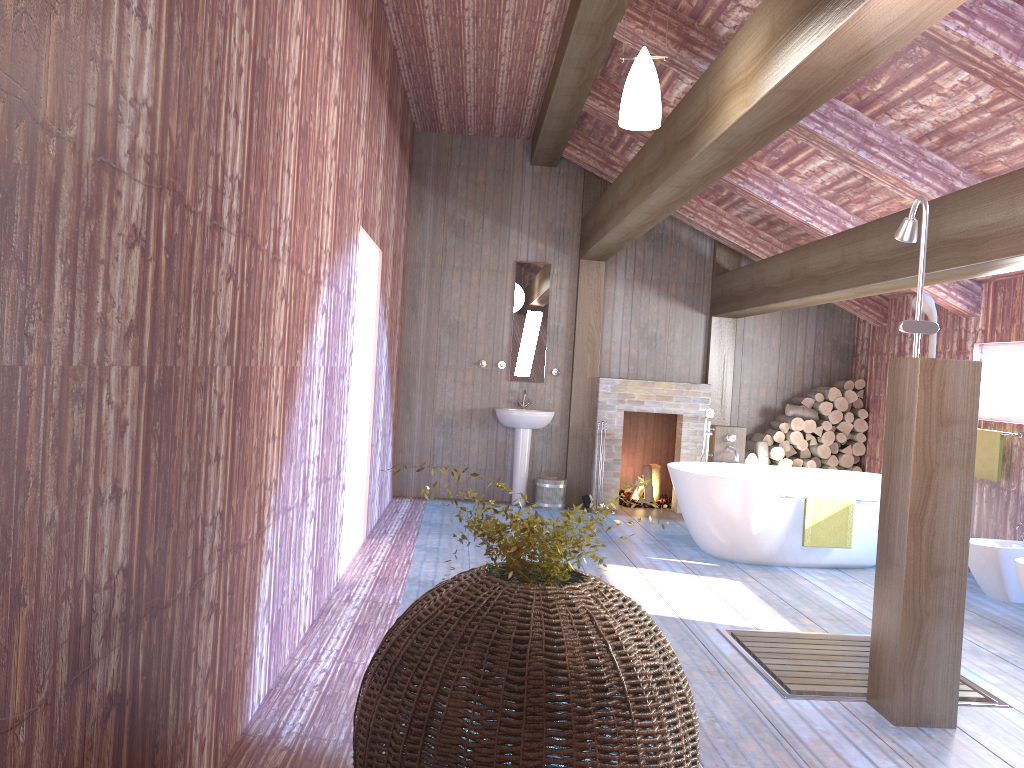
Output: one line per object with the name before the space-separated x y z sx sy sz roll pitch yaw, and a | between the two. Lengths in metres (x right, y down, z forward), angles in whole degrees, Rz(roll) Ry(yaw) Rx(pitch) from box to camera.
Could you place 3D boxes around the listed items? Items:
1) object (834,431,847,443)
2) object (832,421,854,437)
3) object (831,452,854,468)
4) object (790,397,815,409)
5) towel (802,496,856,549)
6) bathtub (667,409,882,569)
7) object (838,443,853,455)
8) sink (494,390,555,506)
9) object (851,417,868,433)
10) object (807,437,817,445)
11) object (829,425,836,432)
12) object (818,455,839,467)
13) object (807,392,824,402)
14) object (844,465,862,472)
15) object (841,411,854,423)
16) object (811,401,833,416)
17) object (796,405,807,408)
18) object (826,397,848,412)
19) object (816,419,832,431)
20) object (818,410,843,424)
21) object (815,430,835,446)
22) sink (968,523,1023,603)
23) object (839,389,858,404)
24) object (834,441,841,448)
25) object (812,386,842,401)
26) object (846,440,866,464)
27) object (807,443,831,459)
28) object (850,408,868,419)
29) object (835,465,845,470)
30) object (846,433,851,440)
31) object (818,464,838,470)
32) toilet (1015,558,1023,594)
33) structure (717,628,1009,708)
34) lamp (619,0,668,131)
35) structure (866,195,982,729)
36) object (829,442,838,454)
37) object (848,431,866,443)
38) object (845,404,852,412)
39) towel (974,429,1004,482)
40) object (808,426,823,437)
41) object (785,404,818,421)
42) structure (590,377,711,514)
object | 3.186 0.513 8.816 0.102 0.109 0.438 3 1 -3
object | 3.225 0.433 8.847 0.172 0.151 0.482 3 1 -2
object | 3.241 0.744 8.833 0.137 0.133 0.437 3 1 -5
object | 2.911 0.192 8.893 0.140 0.121 0.319 3 1 -2
towel | 2.253 0.984 6.306 0.370 0.361 0.032 3 1 -7
bathtub | 2.182 0.806 6.871 1.935 1.109 1.460 4 1 19
object | 3.249 0.627 8.824 0.115 0.112 0.423 3 1 -3
sink | 0.104 0.629 8.685 0.582 1.143 0.475 3 1 -4
object | 3.380 0.396 8.830 0.147 0.152 0.439 3 1 -3
object | 2.948 0.552 8.809 0.085 0.096 0.280 3 1 -2
object | 3.115 0.449 8.791 0.095 0.090 0.278 3 1 -2
object | 3.117 0.746 8.794 0.114 0.113 0.301 3 1 -5
object | 3.007 0.129 8.790 0.094 0.097 0.227 3 1 -2
object | 3.337 0.865 8.854 0.139 0.137 0.455 3 1 -5
object | 3.265 0.319 8.817 0.089 0.106 0.437 3 1 -2
object | 3.032 0.228 8.822 0.139 0.148 0.458 3 1 -3
object | 2.853 0.274 8.890 0.113 0.130 0.291 3 1 -2
object | 3.173 0.190 8.812 0.141 0.143 0.437 3 1 -5
object | 3.042 0.397 8.804 0.102 0.109 0.438 3 1 -3
object | 3.125 0.324 8.811 0.143 0.151 0.440 3 1 -3
object | 3.056 0.526 8.811 0.136 0.157 0.439 3 1 -2
sink | 3.272 1.180 5.926 0.515 0.517 0.335 3 1 -2
object | 3.284 0.120 8.836 0.133 0.142 0.456 3 1 -2
object | 3.195 0.597 8.807 0.065 0.069 0.177 3 1 -4
object | 3.126 0.095 8.825 0.135 0.139 0.456 3 1 -2
object | 3.360 0.680 8.841 0.137 0.256 0.439 3 1 -3
object | 3.006 0.648 8.810 0.141 0.143 0.437 3 1 -5
object | 3.400 0.283 8.825 0.102 0.109 0.438 3 1 -3
object | 3.218 0.857 8.927 0.118 0.106 0.319 3 1 -5
object | 3.317 0.511 8.870 0.088 0.092 0.280 3 1 -2
object | 3.113 0.854 8.791 0.116 0.117 0.289 3 1 -5
toilet | 3.191 1.248 5.137 0.534 0.400 0.375 3 1 -2
structure | 1.628 1.385 4.312 1.000 0.067 1.000 3 1 -3
lamp | 0.563 -1.578 3.690 0.174 1.001 0.174 3 1 -22
structure | 1.747 0.285 3.752 0.328 2.209 0.522 4 1 17
object | 3.124 0.619 8.803 0.111 0.118 0.302 3 1 -4
object | 3.381 0.514 8.829 0.102 0.109 0.438 3 1 -3
object | 3.287 0.235 8.919 0.132 0.119 0.319 3 1 -2
towel | 3.464 0.515 6.482 0.032 0.361 0.370 3 1 -3
object | 2.949 0.462 8.800 0.109 0.124 0.424 3 1 -4
object | 2.837 0.281 8.691 0.302 0.157 0.121 3 1 -2
structure | 1.375 0.627 8.895 1.130 1.330 0.226 3 1 -3
